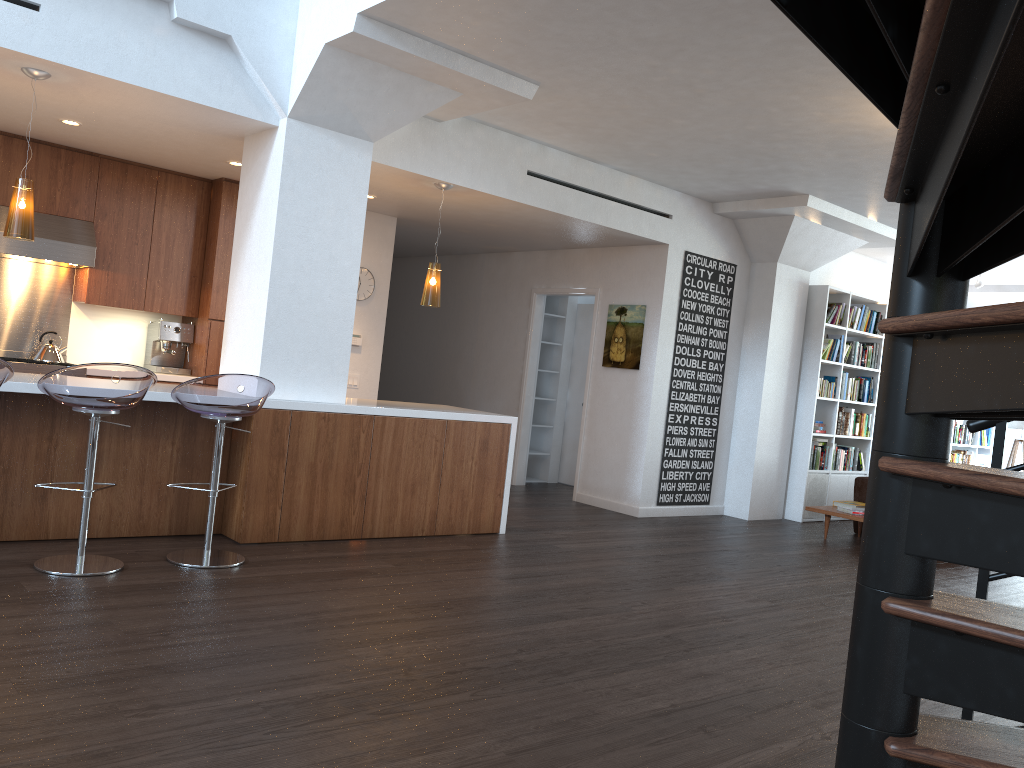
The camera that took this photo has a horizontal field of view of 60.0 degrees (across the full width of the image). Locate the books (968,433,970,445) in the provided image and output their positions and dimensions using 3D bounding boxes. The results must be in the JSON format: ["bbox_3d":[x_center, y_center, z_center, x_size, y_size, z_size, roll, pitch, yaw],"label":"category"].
[{"bbox_3d":[5.871,0.657,11.541,0.039,0.251,0.160,6,1,-41],"label":"books"}]

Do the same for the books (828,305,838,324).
[{"bbox_3d":[3.244,-0.717,9.167,0.162,0.210,0.167,6,1,-41],"label":"books"}]

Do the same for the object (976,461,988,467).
[{"bbox_3d":[6.124,1.055,11.852,0.410,0.088,0.331,6,1,-41],"label":"object"}]

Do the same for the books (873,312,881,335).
[{"bbox_3d":[3.942,-0.668,9.753,0.077,0.255,0.182,6,1,-41],"label":"books"}]

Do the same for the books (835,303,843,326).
[{"bbox_3d":[3.346,-0.727,9.249,0.089,0.248,0.159,6,1,-41],"label":"books"}]

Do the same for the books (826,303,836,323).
[{"bbox_3d":[3.208,-0.729,9.154,0.173,0.226,0.182,6,1,-41],"label":"books"}]

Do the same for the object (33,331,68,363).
[{"bbox_3d":[-3.567,-0.291,6.854,0.222,0.235,0.222,7,1,24],"label":"object"}]

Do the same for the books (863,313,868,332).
[{"bbox_3d":[3.748,-0.671,9.589,0.083,0.222,0.161,6,1,-41],"label":"books"}]

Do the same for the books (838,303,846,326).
[{"bbox_3d":[3.380,-0.726,9.276,0.118,0.251,0.170,6,1,-41],"label":"books"}]

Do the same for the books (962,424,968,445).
[{"bbox_3d":[5.796,0.648,11.474,0.042,0.253,0.183,6,1,-41],"label":"books"}]

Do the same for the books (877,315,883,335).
[{"bbox_3d":[3.988,-0.653,9.805,0.077,0.233,0.167,6,1,-41],"label":"books"}]

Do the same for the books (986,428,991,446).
[{"bbox_3d":[6.336,0.685,11.928,0.053,0.290,0.176,6,1,-41],"label":"books"}]

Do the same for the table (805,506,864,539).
[{"bbox_3d":[3.324,1.321,7.908,0.853,0.271,1.100,6,1,-41],"label":"table"}]

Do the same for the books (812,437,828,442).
[{"bbox_3d":[3.137,0.571,9.198,0.161,0.027,0.223,6,1,-31],"label":"books"}]

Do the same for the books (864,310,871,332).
[{"bbox_3d":[3.776,-0.681,9.607,0.089,0.248,0.159,6,1,-41],"label":"books"}]

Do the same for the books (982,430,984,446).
[{"bbox_3d":[6.187,0.706,11.806,0.101,0.218,0.161,6,1,-41],"label":"books"}]

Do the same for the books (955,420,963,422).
[{"bbox_3d":[5.598,0.458,11.298,0.161,0.030,0.224,6,1,-31],"label":"books"}]

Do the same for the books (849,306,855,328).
[{"bbox_3d":[3.530,-0.706,9.407,0.089,0.248,0.159,6,1,-41],"label":"books"}]

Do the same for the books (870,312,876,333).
[{"bbox_3d":[3.865,-0.670,9.686,0.085,0.243,0.174,6,1,-41],"label":"books"}]

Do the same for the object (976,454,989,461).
[{"bbox_3d":[6.129,0.967,11.857,0.410,0.088,0.316,6,1,-41],"label":"object"}]

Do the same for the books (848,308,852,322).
[{"bbox_3d":[3.483,-0.695,9.361,0.101,0.218,0.161,6,1,-41],"label":"books"}]

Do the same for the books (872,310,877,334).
[{"bbox_3d":[3.893,-0.678,9.739,0.103,0.265,0.180,6,1,-41],"label":"books"}]

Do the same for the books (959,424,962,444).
[{"bbox_3d":[5.650,0.634,11.355,0.039,0.253,0.183,6,1,-41],"label":"books"}]

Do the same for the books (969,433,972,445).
[{"bbox_3d":[5.901,0.682,11.559,0.035,0.221,0.161,6,1,-41],"label":"books"}]

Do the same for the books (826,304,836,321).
[{"bbox_3d":[3.182,-0.726,9.101,0.188,0.215,0.182,6,1,-41],"label":"books"}]

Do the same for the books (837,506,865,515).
[{"bbox_3d":[3.130,1.145,7.965,0.340,0.035,0.236,6,1,-16],"label":"books"}]

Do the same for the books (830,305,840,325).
[{"bbox_3d":[3.299,-0.717,9.203,0.101,0.218,0.161,6,1,-41],"label":"books"}]

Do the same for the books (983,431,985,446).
[{"bbox_3d":[6.220,0.712,11.827,0.118,0.213,0.161,6,1,-41],"label":"books"}]

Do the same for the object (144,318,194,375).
[{"bbox_3d":[-2.829,-0.307,7.378,0.284,0.455,0.439,6,1,-41],"label":"object"}]

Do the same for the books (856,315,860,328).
[{"bbox_3d":[3.628,-0.683,9.494,0.084,0.222,0.161,6,1,-41],"label":"books"}]

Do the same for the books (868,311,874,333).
[{"bbox_3d":[3.832,-0.679,9.665,0.077,0.255,0.182,6,1,-41],"label":"books"}]

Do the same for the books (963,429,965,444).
[{"bbox_3d":[5.751,0.654,11.460,0.045,0.231,0.168,6,1,-41],"label":"books"}]

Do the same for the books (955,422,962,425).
[{"bbox_3d":[5.589,0.486,11.293,0.161,0.031,0.223,6,1,-41],"label":"books"}]

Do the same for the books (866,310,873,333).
[{"bbox_3d":[3.803,-0.680,9.626,0.098,0.253,0.182,6,1,-41],"label":"books"}]

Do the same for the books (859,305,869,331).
[{"bbox_3d":[3.716,-0.708,9.571,0.136,0.290,0.197,6,1,-41],"label":"books"}]

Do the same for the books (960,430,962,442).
[{"bbox_3d":[5.676,0.650,11.376,0.031,0.223,0.161,6,1,-41],"label":"books"}]

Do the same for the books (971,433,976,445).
[{"bbox_3d":[5.963,0.678,11.621,0.139,0.228,0.168,6,1,-41],"label":"books"}]

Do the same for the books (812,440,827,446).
[{"bbox_3d":[3.144,0.609,9.219,0.174,0.045,0.240,7,1,39],"label":"books"}]

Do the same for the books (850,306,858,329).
[{"bbox_3d":[3.564,-0.704,9.434,0.118,0.251,0.170,6,1,-41],"label":"books"}]

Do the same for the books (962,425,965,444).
[{"bbox_3d":[5.730,0.642,11.422,0.036,0.251,0.160,6,1,-41],"label":"books"}]

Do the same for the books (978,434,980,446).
[{"bbox_3d":[6.081,0.683,11.710,0.105,0.242,0.174,6,1,-41],"label":"books"}]

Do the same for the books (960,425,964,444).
[{"bbox_3d":[5.704,0.642,11.397,0.036,0.246,0.171,6,1,-41],"label":"books"}]

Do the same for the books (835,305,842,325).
[{"bbox_3d":[3.327,-0.716,9.223,0.084,0.222,0.161,6,1,-41],"label":"books"}]

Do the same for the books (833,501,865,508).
[{"bbox_3d":[3.231,1.146,8.375,0.334,0.045,0.241,6,1,-39],"label":"books"}]

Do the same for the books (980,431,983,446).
[{"bbox_3d":[6.146,0.693,11.761,0.112,0.235,0.172,6,1,-41],"label":"books"}]

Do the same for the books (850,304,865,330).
[{"bbox_3d":[3.671,-0.714,9.527,0.125,0.293,0.176,6,1,-41],"label":"books"}]

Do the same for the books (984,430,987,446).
[{"bbox_3d":[6.254,0.717,11.864,0.146,0.213,0.161,6,1,-41],"label":"books"}]

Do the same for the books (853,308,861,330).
[{"bbox_3d":[3.606,-0.696,9.466,0.105,0.242,0.174,6,1,-41],"label":"books"}]

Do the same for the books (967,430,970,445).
[{"bbox_3d":[5.847,0.668,11.513,0.032,0.223,0.161,6,1,-41],"label":"books"}]

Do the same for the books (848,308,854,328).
[{"bbox_3d":[3.510,-0.694,9.381,0.084,0.222,0.161,6,1,-41],"label":"books"}]
